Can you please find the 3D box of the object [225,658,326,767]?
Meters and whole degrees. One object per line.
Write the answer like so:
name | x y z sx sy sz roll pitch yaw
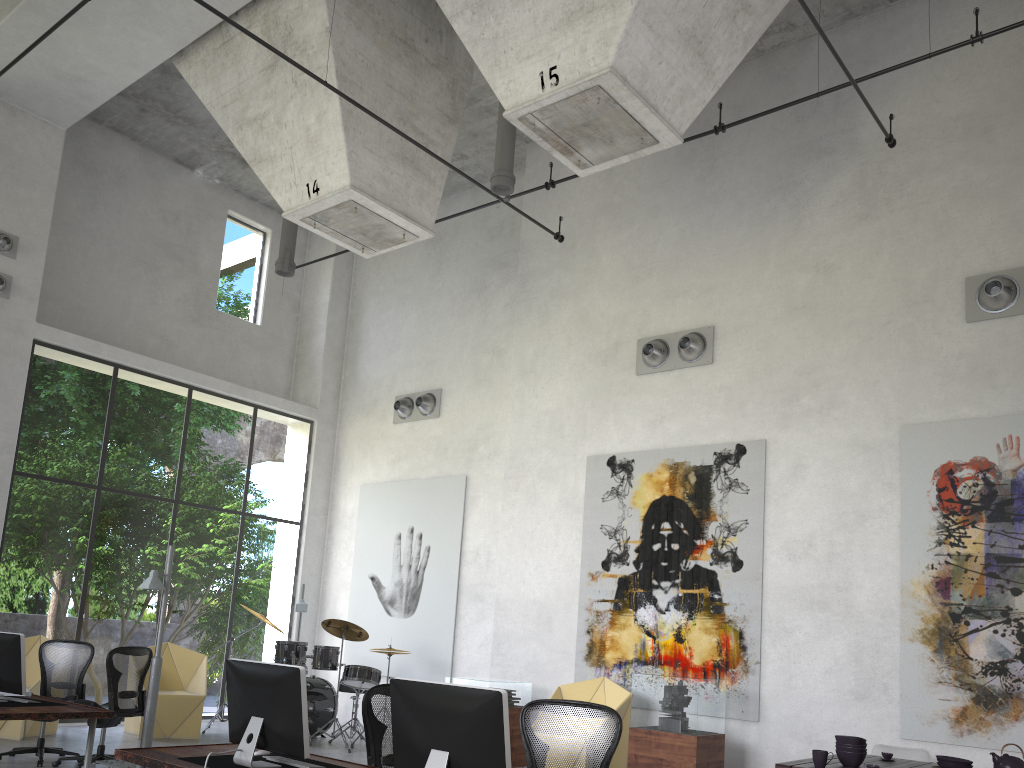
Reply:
object | -1.303 1.821 4.859 0.720 0.540 0.384 -8 -16 41

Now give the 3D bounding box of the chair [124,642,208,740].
chair | -4.413 3.920 11.282 0.990 1.142 0.948 11 -14 -30

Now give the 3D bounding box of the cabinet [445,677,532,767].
cabinet | -0.310 4.021 10.423 0.739 0.990 0.758 -6 -15 39

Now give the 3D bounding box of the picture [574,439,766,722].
picture | 1.759 2.214 10.110 2.369 2.950 0.021 -6 -13 40

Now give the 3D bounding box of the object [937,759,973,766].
object | 3.091 2.651 6.132 0.230 0.061 0.233 -7 -19 34

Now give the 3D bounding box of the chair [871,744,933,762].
chair | 3.224 3.447 7.273 0.694 0.800 0.792 -2 -14 24

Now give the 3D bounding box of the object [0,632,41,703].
object | -4.115 2.298 7.150 0.717 0.540 0.386 -4 -14 31

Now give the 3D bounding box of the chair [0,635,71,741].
chair | -5.868 3.554 10.381 0.979 1.142 0.959 4 -12 -1

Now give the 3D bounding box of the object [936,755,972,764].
object | 3.086 2.639 6.135 0.230 0.056 0.234 -9 -20 38

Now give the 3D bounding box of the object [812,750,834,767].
object | 2.079 2.515 5.887 0.130 0.107 0.103 -4 -15 31

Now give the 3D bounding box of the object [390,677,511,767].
object | -0.243 1.641 3.995 0.720 0.540 0.384 -8 -16 41

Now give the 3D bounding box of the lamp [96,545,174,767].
lamp | -3.269 2.553 8.080 0.582 2.104 0.607 -4 -12 39

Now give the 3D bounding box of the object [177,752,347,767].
object | -1.319 2.095 4.817 0.855 0.008 0.702 -10 -21 40

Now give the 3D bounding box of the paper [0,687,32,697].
paper | -4.803 2.649 7.689 1.093 0.102 0.988 17 -21 -38

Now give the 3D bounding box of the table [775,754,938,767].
table | 2.838 3.045 5.959 1.612 0.776 1.538 -8 -19 38

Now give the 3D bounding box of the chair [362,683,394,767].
chair | -0.901 2.442 5.473 0.793 1.158 0.790 -1 -12 23

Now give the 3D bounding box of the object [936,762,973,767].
object | 3.087 2.677 6.125 0.229 0.046 0.236 4 -16 -1

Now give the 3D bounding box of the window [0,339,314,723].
window | -4.949 2.379 12.713 0.020 4.778 4.656 -3 -14 39

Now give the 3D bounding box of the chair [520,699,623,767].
chair | 0.227 2.239 4.515 0.770 1.157 0.813 2 -12 9

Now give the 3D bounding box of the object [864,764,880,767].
object | 2.370 2.528 5.768 0.116 0.055 0.141 -3 -17 25

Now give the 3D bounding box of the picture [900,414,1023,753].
picture | 4.614 1.729 7.783 2.231 2.951 0.021 -6 -13 40

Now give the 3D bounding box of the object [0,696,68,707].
object | -4.131 2.572 7.109 0.851 0.008 0.705 -6 -19 30

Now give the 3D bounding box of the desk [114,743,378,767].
desk | -0.777 2.340 4.296 3.151 0.707 0.994 -9 -19 39

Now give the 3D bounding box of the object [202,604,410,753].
object | -2.682 3.993 12.136 2.973 1.703 1.931 -3 -15 24

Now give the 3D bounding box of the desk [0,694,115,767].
desk | -4.650 3.006 7.483 3.151 0.707 0.994 -9 -19 39

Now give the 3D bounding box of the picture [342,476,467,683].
picture | -1.683 2.961 13.472 2.351 2.950 0.021 -6 -13 40

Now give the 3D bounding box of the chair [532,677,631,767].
chair | 0.750 3.779 9.578 0.985 1.142 0.954 -5 -15 37

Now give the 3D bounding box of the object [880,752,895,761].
object | 2.845 2.818 6.643 0.139 0.055 0.118 14 -18 -33

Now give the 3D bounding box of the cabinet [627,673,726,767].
cabinet | 1.629 3.526 8.687 0.747 1.227 0.606 -5 -14 39

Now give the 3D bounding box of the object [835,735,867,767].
object | 2.354 2.548 6.101 0.194 0.209 0.218 -7 -17 40

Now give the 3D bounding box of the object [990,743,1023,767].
object | 3.468 2.623 6.122 0.219 0.227 0.216 -6 -16 37

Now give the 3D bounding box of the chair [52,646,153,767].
chair | -3.949 3.127 8.527 0.792 1.158 0.791 3 -11 4

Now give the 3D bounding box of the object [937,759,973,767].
object | 3.089 2.662 6.126 0.229 0.061 0.234 -7 -19 34

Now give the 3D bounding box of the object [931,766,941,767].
object | 3.087 2.698 6.123 0.295 0.023 0.304 -1 -17 17

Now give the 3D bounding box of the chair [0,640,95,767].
chair | -4.597 3.150 8.760 0.772 1.157 0.811 6 -12 -11

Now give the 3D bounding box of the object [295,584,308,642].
object | -3.330 4.157 13.545 0.582 2.104 0.607 7 -10 -15
